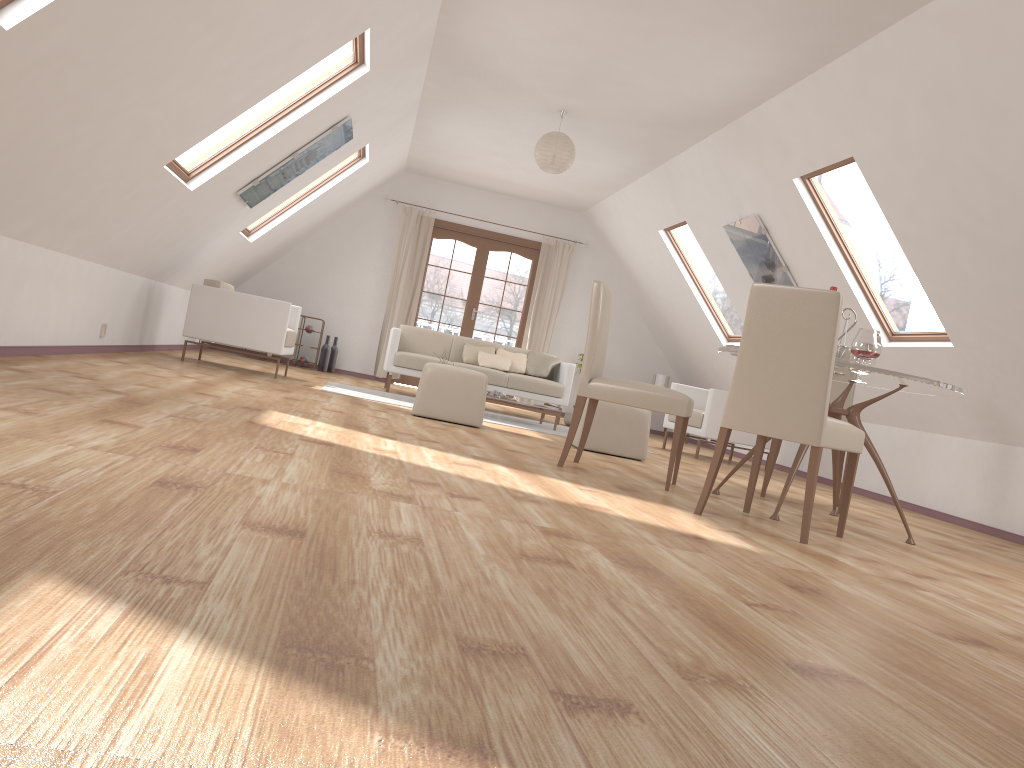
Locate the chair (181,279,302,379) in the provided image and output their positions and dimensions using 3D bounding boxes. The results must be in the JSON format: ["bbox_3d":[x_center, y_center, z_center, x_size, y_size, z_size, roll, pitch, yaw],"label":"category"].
[{"bbox_3d":[-2.285,-0.474,7.591,0.820,0.706,0.748,11,1,-7],"label":"chair"}]

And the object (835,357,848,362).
[{"bbox_3d":[1.459,-0.118,4.190,0.228,0.020,0.228,12,1,36],"label":"object"}]

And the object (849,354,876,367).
[{"bbox_3d":[1.897,-0.122,4.801,0.136,0.183,0.136,12,1,17],"label":"object"}]

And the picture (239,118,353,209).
[{"bbox_3d":[-1.637,-1.684,6.826,0.683,0.738,0.650,11,1,-10],"label":"picture"}]

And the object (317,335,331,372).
[{"bbox_3d":[-2.210,-0.358,10.489,0.115,0.443,0.120,11,1,-15],"label":"object"}]

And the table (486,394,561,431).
[{"bbox_3d":[-0.220,0.195,7.977,1.173,0.190,0.730,11,1,-10],"label":"table"}]

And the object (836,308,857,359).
[{"bbox_3d":[1.692,-0.231,4.534,0.096,0.322,0.086,12,1,43],"label":"object"}]

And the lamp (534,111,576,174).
[{"bbox_3d":[0.368,-1.979,7.251,0.340,0.497,0.340,12,1,30],"label":"lamp"}]

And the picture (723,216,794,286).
[{"bbox_3d":[2.150,-0.938,7.479,0.683,0.738,0.650,11,1,-10],"label":"picture"}]

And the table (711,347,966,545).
[{"bbox_3d":[1.587,0.305,4.543,1.198,0.770,1.198,11,1,11],"label":"table"}]

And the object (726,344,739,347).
[{"bbox_3d":[1.224,-0.171,4.611,0.228,0.020,0.228,11,1,13],"label":"object"}]

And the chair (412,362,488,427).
[{"bbox_3d":[-0.438,0.066,6.422,0.506,0.394,0.506,11,1,-5],"label":"chair"}]

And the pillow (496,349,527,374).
[{"bbox_3d":[-0.015,-0.239,9.381,0.351,0.225,0.196,11,1,-5],"label":"pillow"}]

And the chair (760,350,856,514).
[{"bbox_3d":[1.870,0.235,5.446,0.477,0.999,0.618,12,1,18],"label":"chair"}]

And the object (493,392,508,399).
[{"bbox_3d":[-0.098,0.098,7.858,0.064,0.051,0.143,11,1,-40],"label":"object"}]

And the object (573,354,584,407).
[{"bbox_3d":[0.897,0.035,11.153,0.311,0.846,0.307,11,1,-18],"label":"object"}]

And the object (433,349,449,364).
[{"bbox_3d":[-0.628,-0.168,7.953,0.123,0.359,0.184,12,1,32],"label":"object"}]

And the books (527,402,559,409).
[{"bbox_3d":[0.277,0.193,8.024,0.280,0.005,0.192,11,1,-18],"label":"books"}]

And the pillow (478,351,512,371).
[{"bbox_3d":[-0.183,-0.228,9.206,0.363,0.170,0.227,11,1,-4],"label":"pillow"}]

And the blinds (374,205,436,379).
[{"bbox_3d":[-1.351,-1.110,10.927,0.423,2.130,0.120,11,1,-12],"label":"blinds"}]

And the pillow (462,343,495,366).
[{"bbox_3d":[-0.346,-0.305,9.329,0.351,0.235,0.185,11,1,-6],"label":"pillow"}]

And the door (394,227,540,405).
[{"bbox_3d":[-0.527,-0.853,11.167,1.546,2.001,0.098,11,1,-10],"label":"door"}]

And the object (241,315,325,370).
[{"bbox_3d":[-2.692,-0.544,10.458,0.854,0.608,0.417,11,1,-10],"label":"object"}]

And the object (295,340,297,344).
[{"bbox_3d":[-2.603,-0.497,10.432,0.109,0.109,0.435,11,1,-10],"label":"object"}]

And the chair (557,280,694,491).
[{"bbox_3d":[0.664,0.004,4.765,0.618,0.999,0.477,11,1,15],"label":"chair"}]

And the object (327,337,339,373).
[{"bbox_3d":[-2.162,-0.351,10.710,0.115,0.443,0.120,11,1,-15],"label":"object"}]

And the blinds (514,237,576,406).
[{"bbox_3d":[0.395,-0.768,11.189,0.424,2.129,0.123,11,1,-15],"label":"blinds"}]

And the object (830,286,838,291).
[{"bbox_3d":[1.656,-0.299,4.677,0.109,0.435,0.109,11,1,-14],"label":"object"}]

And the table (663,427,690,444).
[{"bbox_3d":[1.763,0.447,10.992,0.730,0.390,0.773,11,1,-11],"label":"table"}]

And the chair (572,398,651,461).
[{"bbox_3d":[0.704,0.294,6.374,0.506,0.394,0.506,11,1,-6],"label":"chair"}]

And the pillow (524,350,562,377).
[{"bbox_3d":[0.303,-0.211,9.389,0.424,0.276,0.269,12,1,40],"label":"pillow"}]

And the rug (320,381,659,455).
[{"bbox_3d":[-0.265,0.280,7.906,2.800,0.007,1.600,11,1,-10],"label":"rug"}]

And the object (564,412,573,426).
[{"bbox_3d":[0.712,0.324,9.176,0.212,0.267,0.315,11,1,-22],"label":"object"}]

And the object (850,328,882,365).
[{"bbox_3d":[1.648,-0.163,4.129,0.136,0.183,0.136,11,1,-31],"label":"object"}]

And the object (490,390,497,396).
[{"bbox_3d":[-0.143,0.085,8.132,0.064,0.052,0.143,12,1,20],"label":"object"}]

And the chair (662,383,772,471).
[{"bbox_3d":[1.960,0.362,8.312,0.820,0.706,0.748,11,1,-20],"label":"chair"}]

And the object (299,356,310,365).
[{"bbox_3d":[-2.458,-0.278,10.466,0.109,0.109,0.435,11,1,-10],"label":"object"}]

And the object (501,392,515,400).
[{"bbox_3d":[-0.042,0.106,8.008,0.143,0.052,0.064,11,1,-10],"label":"object"}]

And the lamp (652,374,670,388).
[{"bbox_3d":[1.860,0.074,11.156,0.221,0.375,0.180,12,1,24],"label":"lamp"}]

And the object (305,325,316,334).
[{"bbox_3d":[-2.386,-0.647,10.463,0.109,0.109,0.435,11,1,-10],"label":"object"}]

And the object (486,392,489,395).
[{"bbox_3d":[-0.253,0.067,7.831,0.064,0.052,0.143,12,1,20],"label":"object"}]

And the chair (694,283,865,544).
[{"bbox_3d":[1.215,0.126,3.823,0.477,0.999,0.618,12,1,35],"label":"chair"}]

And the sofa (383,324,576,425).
[{"bbox_3d":[-0.375,-0.116,9.227,1.880,0.706,0.820,11,1,-10],"label":"sofa"}]
